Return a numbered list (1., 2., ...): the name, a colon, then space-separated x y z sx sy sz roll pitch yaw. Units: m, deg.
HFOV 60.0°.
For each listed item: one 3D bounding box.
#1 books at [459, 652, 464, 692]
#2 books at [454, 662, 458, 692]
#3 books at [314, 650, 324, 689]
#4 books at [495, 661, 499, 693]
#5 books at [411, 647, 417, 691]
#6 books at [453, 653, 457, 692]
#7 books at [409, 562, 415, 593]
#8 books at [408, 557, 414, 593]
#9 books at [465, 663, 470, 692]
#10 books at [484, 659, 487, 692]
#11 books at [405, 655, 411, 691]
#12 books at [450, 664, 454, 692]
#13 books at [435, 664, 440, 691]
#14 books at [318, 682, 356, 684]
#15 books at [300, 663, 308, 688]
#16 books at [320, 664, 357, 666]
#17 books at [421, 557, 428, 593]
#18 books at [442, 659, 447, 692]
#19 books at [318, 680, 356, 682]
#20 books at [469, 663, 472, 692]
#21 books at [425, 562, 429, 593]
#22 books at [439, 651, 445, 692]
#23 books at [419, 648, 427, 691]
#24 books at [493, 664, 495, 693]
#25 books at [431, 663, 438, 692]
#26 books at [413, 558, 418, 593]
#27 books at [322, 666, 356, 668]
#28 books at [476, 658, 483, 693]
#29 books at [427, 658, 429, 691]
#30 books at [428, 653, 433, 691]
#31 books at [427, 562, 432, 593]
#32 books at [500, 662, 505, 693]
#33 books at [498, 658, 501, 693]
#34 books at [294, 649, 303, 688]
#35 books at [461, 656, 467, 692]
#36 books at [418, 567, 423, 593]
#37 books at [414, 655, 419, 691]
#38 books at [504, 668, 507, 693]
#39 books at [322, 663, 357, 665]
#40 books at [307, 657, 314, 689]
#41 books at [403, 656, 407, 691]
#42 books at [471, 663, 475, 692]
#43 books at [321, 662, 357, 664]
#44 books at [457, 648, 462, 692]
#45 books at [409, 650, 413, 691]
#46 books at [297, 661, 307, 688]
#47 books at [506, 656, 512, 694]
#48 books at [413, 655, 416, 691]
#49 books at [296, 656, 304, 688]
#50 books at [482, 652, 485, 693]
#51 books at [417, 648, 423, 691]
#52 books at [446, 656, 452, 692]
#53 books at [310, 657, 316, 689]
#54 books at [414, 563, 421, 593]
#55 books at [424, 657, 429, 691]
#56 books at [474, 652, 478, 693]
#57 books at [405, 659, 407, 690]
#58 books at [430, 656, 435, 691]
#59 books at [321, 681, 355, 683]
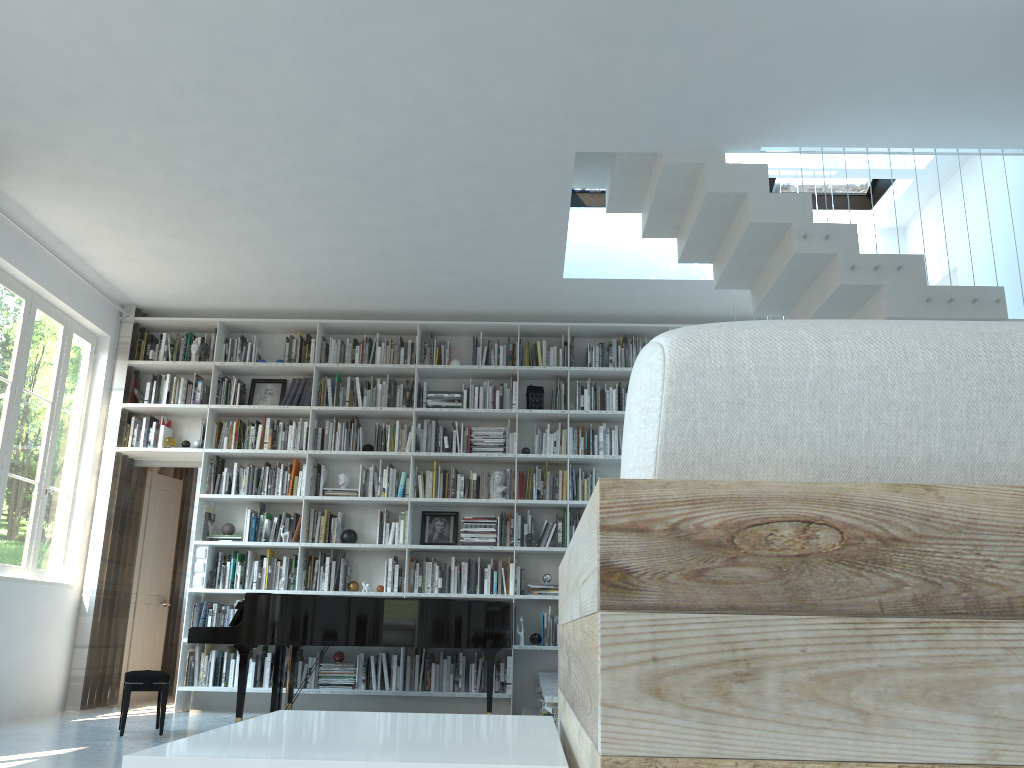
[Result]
1. books: -0.391 2.223 6.848 0.014 0.287 0.185 1 -15 1
2. books: -0.423 2.261 6.846 0.022 0.212 0.167 1 -16 1
3. books: -1.501 2.215 6.889 0.027 0.281 0.129 1 -15 1
4. books: -0.114 2.260 6.847 0.028 0.227 0.162 1 -16 1
5. books: -0.757 2.197 6.879 0.014 0.339 0.140 1 -15 1
6. books: -0.440 2.225 6.852 0.013 0.284 0.185 1 -15 1
7. books: -0.786 1.548 7.059 0.029 0.243 0.154 1 -15 1
8. books: -0.806 1.529 7.067 0.012 0.284 0.160 1 -15 1
9. books: -0.340 2.267 6.861 0.040 0.211 0.129 1 -15 1
10. books: -0.199 2.254 6.853 0.028 0.238 0.140 1 -15 1
11. books: -0.792 2.232 6.852 0.026 0.255 0.184 1 -16 1
12. books: -0.459 2.267 6.854 0.024 0.203 0.145 1 -16 1
13. books: -0.571 2.272 6.866 0.030 0.196 0.143 1 -16 1
14. books: -1.338 2.307 6.850 0.285 0.007 0.160 -1 -16 6
15. books: -1.592 2.259 6.872 0.053 0.183 0.148 1 -16 1
16. books: -1.335 2.182 6.897 0.285 0.005 0.160 1 -16 1
17. books: -0.695 1.530 7.074 0.027 0.289 0.141 1 -15 1
18. books: -0.514 2.252 6.862 0.030 0.234 0.138 1 -15 1
19. books: -1.337 2.295 6.861 0.285 0.007 0.160 0 -16 3
20. books: -0.316 2.262 6.828 0.010 0.205 0.180 1 -16 1
21. books: -0.670 1.550 7.062 0.024 0.247 0.132 1 -15 1
22. books: -0.542 2.222 6.867 0.026 0.293 0.155 1 -15 1
23. books: -0.688 2.210 6.867 0.034 0.310 0.170 1 -15 1
24. books: -0.139 2.267 6.833 0.022 0.204 0.191 1 -16 1
25. books: -0.600 2.258 6.839 0.028 0.206 0.175 1 -16 1
26. books: -0.766 1.531 7.055 0.011 0.274 0.146 1 -15 1
27. books: -1.336 2.195 6.882 0.254 0.005 0.161 2 -16 -4
28. books: -0.248 2.240 6.829 0.044 0.250 0.187 1 -16 1
29. books: -0.643 2.248 6.863 0.012 0.238 0.129 1 -15 1
30. books: -0.630 2.231 6.872 0.012 0.275 0.155 1 -15 1
31. books: -0.645 1.546 7.044 0.027 0.245 0.180 1 -16 1
32. books: -0.073 2.261 6.830 0.029 0.217 0.191 1 -16 1
33. books: -0.093 2.244 6.842 0.013 0.255 0.177 1 -16 1
34. books: -1.659 2.212 6.895 0.012 0.284 0.160 1 -15 1
35. books: -0.372 2.240 6.859 0.024 0.261 0.132 1 -15 1
36. books: -0.722 1.565 7.047 0.024 0.207 0.170 1 -16 1
37. books: -0.729 2.235 6.871 0.025 0.263 0.145 1 -15 1
38. books: -0.047 2.282 6.837 0.023 0.181 0.149 1 -16 1
39. books: -1.335 2.176 6.896 0.254 0.005 0.161 1 -16 2
40. books: -1.553 2.236 6.875 0.023 0.231 0.164 1 -16 1
41. books: -0.821 2.239 6.872 0.012 0.253 0.161 1 -15 1
42. books: -0.296 2.261 6.833 0.029 0.209 0.171 1 -16 1
43. books: -1.335 2.168 6.888 0.285 0.005 0.160 -1 -16 6
44. books: -0.404 2.200 6.853 0.014 0.334 0.183 1 -15 1
45. books: -0.771 2.211 6.858 0.014 0.300 0.185 1 -15 1
46. books: -1.630 2.253 6.882 0.025 0.197 0.160 1 -16 1
47. books: -0.017 2.222 6.782 0.038 0.268 0.278 1 -16 1
48. books: -0.746 2.240 6.880 0.010 0.258 0.131 1 -15 1
49. books: -1.648 2.239 6.890 0.012 0.230 0.138 1 -15 1
50. books: -0.219 2.210 6.841 0.013 0.316 0.187 1 -15 1
51. books: -0.710 2.197 6.870 0.012 0.336 0.144 1 -15 1
52. books: -0.485 2.240 6.864 0.028 0.260 0.133 1 -15 1
53. books: -1.528 2.241 6.882 0.027 0.226 0.140 1 -15 1
54. books: -0.747 1.549 7.039 0.027 0.233 0.168 1 -16 1
55. books: -0.660 2.245 6.868 0.022 0.246 0.144 1 -15 1
56. books: -0.275 2.222 6.845 0.011 0.292 0.184 1 -15 1
57. books: -0.810 2.248 6.873 0.010 0.237 0.134 1 -15 1
58. books: -0.619 2.241 6.870 0.012 0.254 0.151 1 -15 1
59. books: -1.338 2.301 6.855 0.254 0.007 0.161 2 -16 -3
